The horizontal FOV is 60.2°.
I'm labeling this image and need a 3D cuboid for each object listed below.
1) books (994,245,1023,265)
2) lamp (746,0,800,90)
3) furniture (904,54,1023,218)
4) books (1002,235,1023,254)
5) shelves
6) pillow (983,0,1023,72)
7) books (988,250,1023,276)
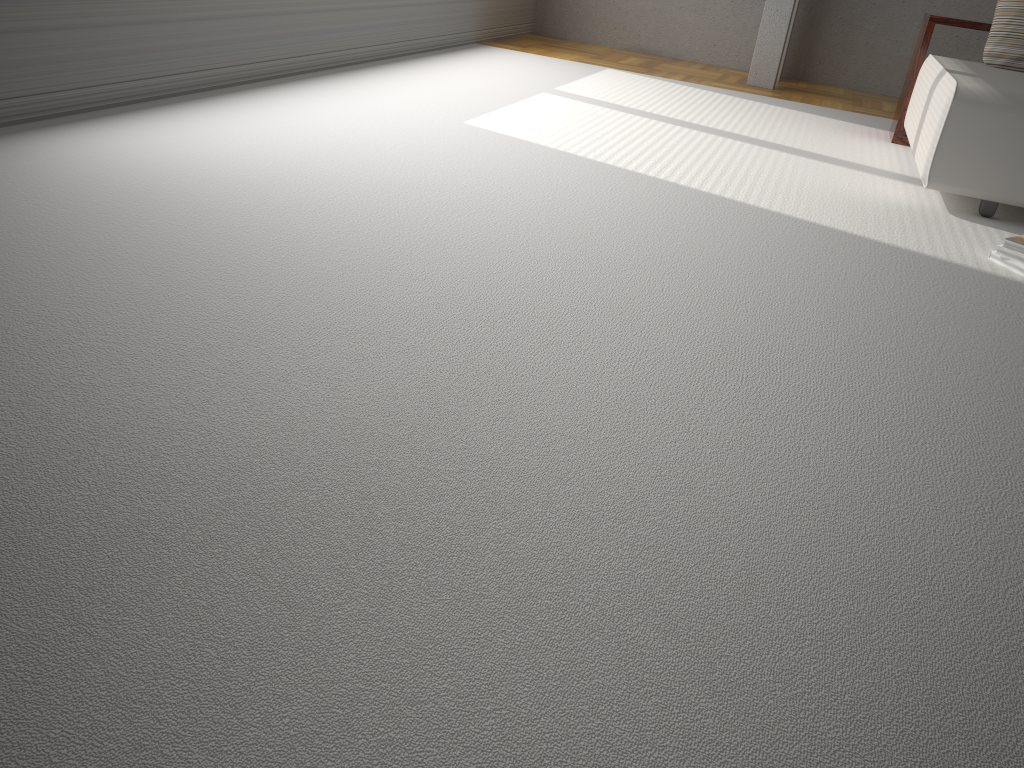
[{"bbox_3d":[1.862,-0.448,3.105,0.266,0.031,0.194,-9,32,-30],"label":"books"},{"bbox_3d":[2.112,-3.138,6.679,0.201,1.642,0.817,15,26,15],"label":"lamp"},{"bbox_3d":[3.006,-1.012,4.057,2.180,0.507,1.653,16,28,15],"label":"furniture"},{"bbox_3d":[1.874,-0.475,3.092,0.266,0.031,0.193,-12,33,-34],"label":"books"},{"bbox_3d":[3.373,-1.497,4.887,2.263,0.695,0.410,16,26,15],"label":"shelves"},{"bbox_3d":[2.921,-1.892,4.559,0.805,0.592,0.502,16,26,15],"label":"pillow"},{"bbox_3d":[1.858,-0.420,3.118,0.264,0.031,0.195,-1,28,-17],"label":"books"}]
